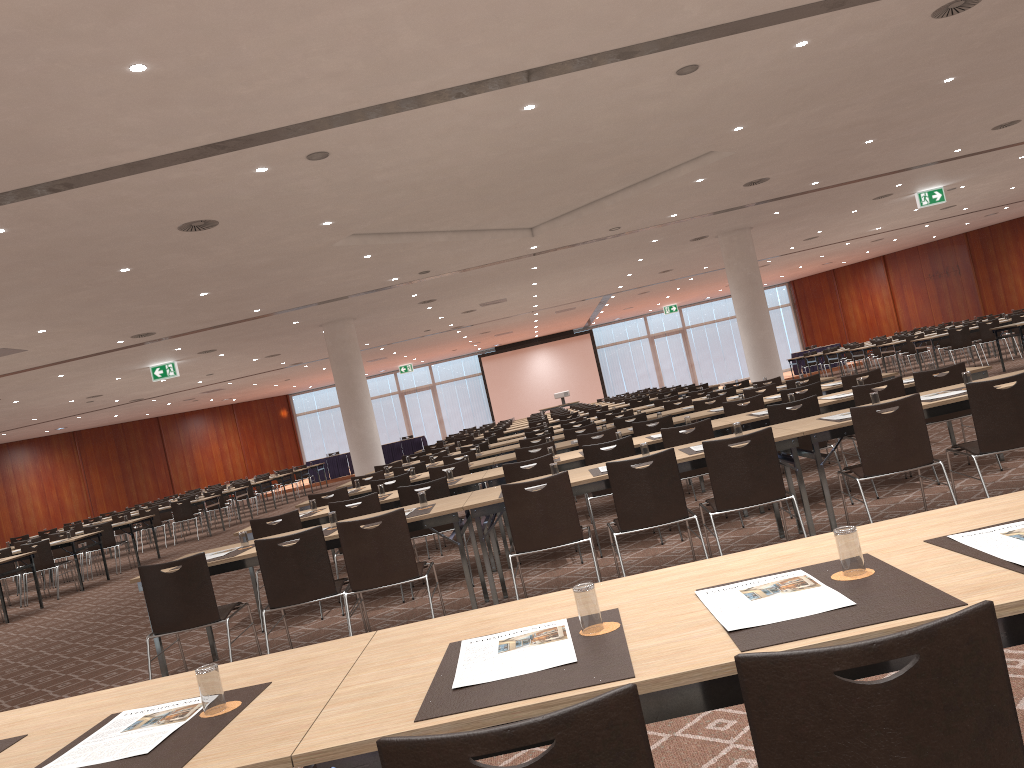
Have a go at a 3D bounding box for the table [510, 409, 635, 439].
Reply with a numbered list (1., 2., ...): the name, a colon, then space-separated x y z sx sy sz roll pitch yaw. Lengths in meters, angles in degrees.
1. table: 1.183 1.119 16.255 2.267 0.833 0.953 -13 -1 2

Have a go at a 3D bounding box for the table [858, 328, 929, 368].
1. table: 12.680 -1.167 29.433 2.267 0.833 0.953 -13 -1 2

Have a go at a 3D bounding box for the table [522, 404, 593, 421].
1. table: 1.522 1.290 27.750 2.267 0.833 0.953 -13 -1 2

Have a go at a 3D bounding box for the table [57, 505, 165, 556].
1. table: -9.909 3.722 22.074 2.267 0.833 0.953 -13 -1 2

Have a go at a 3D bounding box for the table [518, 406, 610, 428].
1. table: 1.345 1.201 21.753 2.267 0.833 0.953 -13 -1 2

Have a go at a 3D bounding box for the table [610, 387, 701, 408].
1. table: 3.560 0.705 21.690 2.267 0.833 0.953 -13 -1 2

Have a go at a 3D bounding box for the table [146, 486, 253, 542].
1. table: -7.695 3.226 22.011 2.267 0.833 0.953 -13 -1 2

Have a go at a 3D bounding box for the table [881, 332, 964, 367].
1. table: 12.621 -1.197 27.433 2.267 0.833 0.953 -13 -1 2

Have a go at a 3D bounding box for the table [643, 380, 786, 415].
1. table: 3.338 0.593 14.193 2.267 0.833 0.953 -13 -1 2

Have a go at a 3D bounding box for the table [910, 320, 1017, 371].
1. table: 10.171 -0.820 19.500 2.267 0.833 0.953 -13 -1 2

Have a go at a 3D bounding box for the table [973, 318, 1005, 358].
1. table: 12.444 -1.286 21.436 2.267 0.833 0.953 -13 -1 2

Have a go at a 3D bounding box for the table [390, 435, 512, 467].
1. table: -1.031 1.615 16.318 2.267 0.833 0.953 -13 -1 2

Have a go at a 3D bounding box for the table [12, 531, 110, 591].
1. table: -7.916 3.115 14.514 2.267 0.833 0.953 -13 -1 2

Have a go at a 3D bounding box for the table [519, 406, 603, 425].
1. table: 1.404 1.230 23.752 2.267 0.833 0.953 -13 -1 2

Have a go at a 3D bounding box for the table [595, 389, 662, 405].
1. table: 3.737 0.794 27.687 2.267 0.833 0.953 -13 -1 2

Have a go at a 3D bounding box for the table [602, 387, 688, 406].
1. table: 3.619 0.734 23.689 2.267 0.833 0.953 -13 -1 2

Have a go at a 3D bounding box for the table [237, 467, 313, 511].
1. table: -7.518 3.315 28.008 2.267 0.833 0.953 -13 -1 2

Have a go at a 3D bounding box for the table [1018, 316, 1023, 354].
1. table: 12.385 -1.316 19.437 2.267 0.833 0.953 -13 -1 2

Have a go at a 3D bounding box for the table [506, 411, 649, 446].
1. table: 1.124 1.089 14.256 2.267 0.833 0.953 -13 -1 2

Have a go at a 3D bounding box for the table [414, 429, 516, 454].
1. table: -0.928 1.667 19.817 2.267 0.833 0.953 -13 -1 2

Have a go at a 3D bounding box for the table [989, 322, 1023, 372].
1. table: 10.068 -0.871 16.002 2.267 0.833 0.953 -13 -1 2

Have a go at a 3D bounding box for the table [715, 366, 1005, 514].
1. table: 3.161 0.504 8.196 2.267 0.833 0.953 -13 -1 2

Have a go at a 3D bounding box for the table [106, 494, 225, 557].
1. table: -7.754 3.196 20.012 2.267 0.833 0.953 -13 -1 2

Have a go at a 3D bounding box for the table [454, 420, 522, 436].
1. table: -0.692 1.786 27.813 2.267 0.833 0.953 -13 -1 2

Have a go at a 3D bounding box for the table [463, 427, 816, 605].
1. table: 0.888 0.971 6.260 2.267 0.833 0.953 -13 -1 2

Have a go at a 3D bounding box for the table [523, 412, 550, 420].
1. table: 1.581 1.319 29.749 2.267 0.833 0.953 -13 -1 2

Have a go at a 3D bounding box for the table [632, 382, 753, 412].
1. table: 3.397 0.623 16.192 2.267 0.833 0.953 -13 -1 2

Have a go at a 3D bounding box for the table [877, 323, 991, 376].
1. table: 10.230 -0.790 21.499 2.267 0.833 0.953 -13 -1 2

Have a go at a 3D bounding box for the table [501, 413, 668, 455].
1. table: 1.065 1.060 12.257 2.267 0.833 0.953 -13 -1 2

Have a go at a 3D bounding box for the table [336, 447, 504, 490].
1. table: -1.149 1.556 12.320 2.267 0.833 0.953 -13 -1 2

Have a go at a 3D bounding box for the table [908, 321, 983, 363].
1. table: 12.562 -1.227 25.434 2.267 0.833 0.953 -13 -1 2

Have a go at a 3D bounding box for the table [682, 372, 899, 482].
1. table: 3.220 0.534 10.195 2.267 0.833 0.953 -13 -1 2

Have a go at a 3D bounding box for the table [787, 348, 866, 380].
1. table: 10.466 -0.671 29.496 2.267 0.833 0.953 -13 -1 2

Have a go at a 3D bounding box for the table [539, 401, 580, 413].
1. table: 1.834 1.207 32.983 1.539 0.832 0.953 -13 -1 2

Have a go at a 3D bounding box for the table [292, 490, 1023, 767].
1. table: 0.769 0.911 2.218 2.267 0.833 0.953 -13 -1 2

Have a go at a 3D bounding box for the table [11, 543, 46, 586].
1. table: -10.072 3.640 16.576 2.267 0.833 0.953 -13 -1 2

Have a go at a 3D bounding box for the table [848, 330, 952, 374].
1. table: 10.289 -0.760 23.498 2.267 0.833 0.953 -13 -1 2

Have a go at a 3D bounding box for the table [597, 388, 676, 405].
1. table: 3.678 0.764 25.688 2.267 0.833 0.953 -13 -1 2

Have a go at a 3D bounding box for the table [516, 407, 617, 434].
1. table: 1.286 1.171 19.754 2.267 0.833 0.953 -13 -1 2

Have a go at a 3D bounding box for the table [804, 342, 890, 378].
1. table: 10.407 -0.701 27.497 2.267 0.833 0.953 -13 -1 2

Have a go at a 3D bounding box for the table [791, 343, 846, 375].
1. table: 11.284 -0.910 32.696 1.712 0.832 1.042 -13 -1 2

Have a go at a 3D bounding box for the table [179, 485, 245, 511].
1. table: -9.732 3.811 28.071 2.267 0.833 0.953 -13 -1 2

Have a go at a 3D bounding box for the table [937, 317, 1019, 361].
1. table: 12.503 -1.256 23.435 2.267 0.833 0.953 -13 -1 2

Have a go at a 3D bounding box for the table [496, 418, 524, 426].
1. table: -0.633 1.815 29.812 2.267 0.833 0.953 -13 -1 2

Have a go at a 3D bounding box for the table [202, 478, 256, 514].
1. table: -9.673 3.841 30.070 2.267 0.833 0.953 -13 -1 2

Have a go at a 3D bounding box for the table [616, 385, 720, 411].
1. table: 3.501 0.675 19.690 2.267 0.833 0.953 -13 -1 2

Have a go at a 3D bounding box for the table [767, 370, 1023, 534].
1. table: 3.102 0.475 6.196 2.267 0.833 0.953 -13 -1 2

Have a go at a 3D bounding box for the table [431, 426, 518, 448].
1. table: -0.869 1.697 21.816 2.267 0.833 0.953 -13 -1 2

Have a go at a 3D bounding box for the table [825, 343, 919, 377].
1. table: 10.348 -0.730 25.497 2.267 0.833 0.953 -13 -1 2

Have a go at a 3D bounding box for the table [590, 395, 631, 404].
1. table: 3.796 0.823 29.686 2.267 0.833 0.953 -13 -1 2

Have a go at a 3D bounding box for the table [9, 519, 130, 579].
1. table: -9.968 3.692 20.075 2.267 0.833 0.953 -13 -1 2

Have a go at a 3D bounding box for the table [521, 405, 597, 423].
1. table: 1.463 1.260 25.751 2.267 0.833 0.953 -13 -1 2

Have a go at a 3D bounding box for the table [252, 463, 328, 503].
1. table: -7.459 3.345 30.007 2.267 0.833 0.953 -13 -1 2

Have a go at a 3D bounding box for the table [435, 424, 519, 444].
1. table: -0.810 1.726 23.815 2.267 0.833 0.953 -13 -1 2

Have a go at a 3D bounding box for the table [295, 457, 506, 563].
1. table: -1.208 1.526 10.321 2.267 0.833 0.953 -13 -1 2

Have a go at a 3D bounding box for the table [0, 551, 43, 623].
1. table: -7.975 3.085 12.515 2.267 0.833 0.953 -13 -1 2

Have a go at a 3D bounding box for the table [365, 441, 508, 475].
1. table: -1.090 1.585 14.319 2.267 0.833 0.953 -13 -1 2

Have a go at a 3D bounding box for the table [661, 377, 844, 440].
1. table: 3.279 0.564 12.194 2.267 0.833 0.953 -13 -1 2

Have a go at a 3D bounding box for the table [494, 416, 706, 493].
1. table: 1.006 1.030 10.258 2.267 0.833 0.953 -13 -1 2

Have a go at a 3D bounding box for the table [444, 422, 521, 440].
1. table: -0.751 1.756 25.814 2.267 0.833 0.953 -13 -1 2
